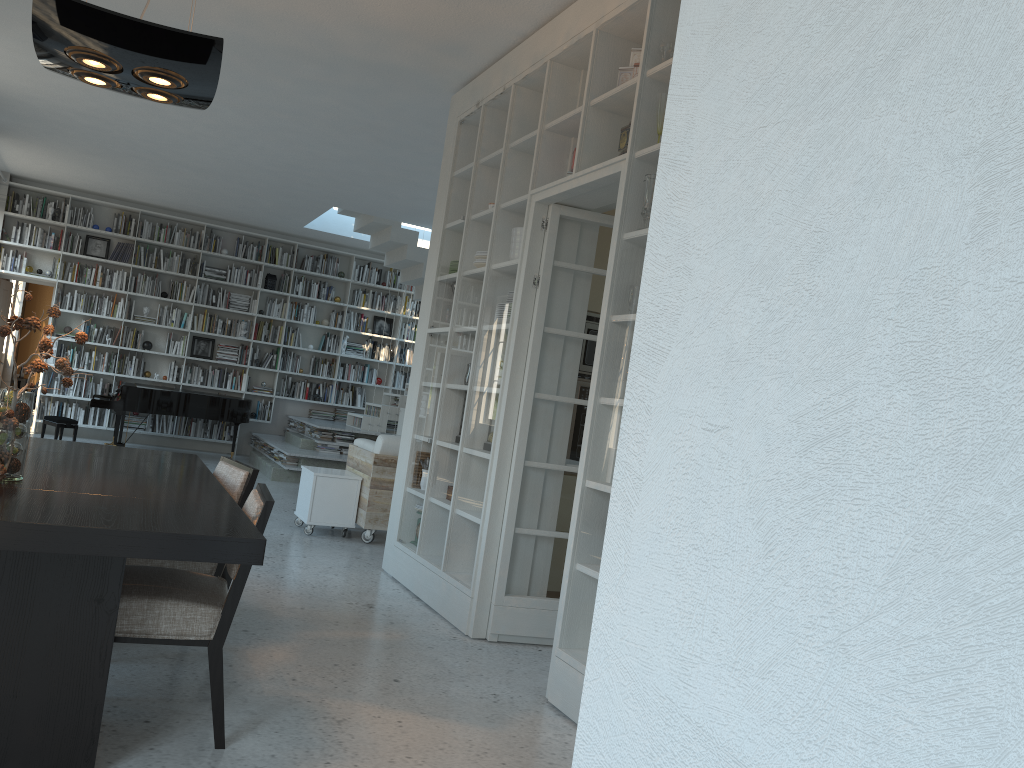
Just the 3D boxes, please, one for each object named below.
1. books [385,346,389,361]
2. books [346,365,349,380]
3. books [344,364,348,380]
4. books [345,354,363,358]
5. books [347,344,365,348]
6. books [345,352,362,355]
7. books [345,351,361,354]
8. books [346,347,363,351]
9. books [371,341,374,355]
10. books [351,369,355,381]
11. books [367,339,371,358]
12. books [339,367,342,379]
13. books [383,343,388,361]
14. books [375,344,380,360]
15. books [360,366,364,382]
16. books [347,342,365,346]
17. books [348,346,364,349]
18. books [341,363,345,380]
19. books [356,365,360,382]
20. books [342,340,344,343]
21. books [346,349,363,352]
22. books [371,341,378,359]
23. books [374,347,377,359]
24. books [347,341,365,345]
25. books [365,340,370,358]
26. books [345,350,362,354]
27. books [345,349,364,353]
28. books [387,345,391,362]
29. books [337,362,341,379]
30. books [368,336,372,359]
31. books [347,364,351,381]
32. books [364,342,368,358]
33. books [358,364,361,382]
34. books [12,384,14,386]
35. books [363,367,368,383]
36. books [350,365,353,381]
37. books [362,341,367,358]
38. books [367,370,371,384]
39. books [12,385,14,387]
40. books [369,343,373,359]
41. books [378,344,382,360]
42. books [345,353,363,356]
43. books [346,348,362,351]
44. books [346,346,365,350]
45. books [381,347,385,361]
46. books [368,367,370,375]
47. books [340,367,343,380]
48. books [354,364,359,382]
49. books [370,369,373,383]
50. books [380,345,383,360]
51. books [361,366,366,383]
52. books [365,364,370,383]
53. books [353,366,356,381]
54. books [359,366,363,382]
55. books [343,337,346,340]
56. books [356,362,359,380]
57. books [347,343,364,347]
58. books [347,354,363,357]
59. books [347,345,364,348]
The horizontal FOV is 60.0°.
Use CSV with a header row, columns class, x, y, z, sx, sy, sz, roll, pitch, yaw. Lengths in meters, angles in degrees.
class,x,y,z,sx,sy,sz,roll,pitch,yaw
books,-1.917,-0.458,13.458,0.041,0.239,0.176,9,-1,-24
books,-2.474,-0.167,13.224,0.011,0.223,0.162,9,-1,-24
books,-2.493,-0.182,13.229,0.024,0.247,0.143,9,-1,-24
books,-2.385,-0.418,13.260,0.285,0.012,0.159,9,-2,-29
books,-2.362,-0.573,13.271,0.285,0.012,0.159,9,-2,-22
books,-2.379,-0.453,13.261,0.285,0.012,0.159,9,-2,-19
books,-2.379,-0.465,13.264,0.254,0.012,0.161,9,-2,-20
books,-2.366,-0.525,13.265,0.254,0.012,0.161,9,-2,-19
books,-2.132,-0.513,13.380,0.014,0.280,0.131,9,-1,-24
books,-2.397,-0.134,13.258,0.028,0.181,0.186,9,-2,-24
books,-2.168,-0.529,13.337,0.011,0.300,0.184,9,-1,-24
books,-2.571,-0.164,13.188,0.023,0.186,0.159,9,-1,-24
books,-1.941,-0.478,13.444,0.021,0.271,0.191,9,-1,-24
books,-2.049,-0.480,13.411,0.031,0.242,0.147,9,-1,-24
books,-2.269,-0.148,13.309,0.014,0.249,0.177,9,-1,-24
books,-2.358,-0.597,13.272,0.285,0.012,0.159,9,-2,-26
books,-2.365,-0.549,13.271,0.285,0.012,0.159,9,-2,-22
books,-2.521,-0.185,13.204,0.047,0.244,0.177,9,-1,-24
books,-2.322,-0.163,13.281,0.012,0.262,0.186,9,-1,-24
books,-2.535,-0.548,13.169,0.027,0.221,0.184,9,-1,-24
books,-2.372,-0.501,13.263,0.254,0.012,0.160,9,-2,-29
books,-2.094,-0.508,13.383,0.059,0.282,0.167,9,-1,-24
books,-2.074,-0.502,13.422,0.010,0.278,0.129,9,-1,-24
books,-2.356,-0.609,13.272,0.285,0.012,0.159,9,-2,-22
books,-2.190,-0.524,13.356,0.012,0.285,0.159,9,-1,-24
books,-2.379,-0.478,13.268,0.254,0.012,0.161,9,-2,-22
books,-2.376,-0.489,13.269,0.285,0.012,0.159,9,-2,-26
books,-1.892,-0.461,13.485,0.024,0.254,0.145,9,-1,-24
books,-2.587,-0.200,13.192,0.012,0.254,0.161,9,-1,-24
books,-2.155,-0.547,13.340,0.010,0.339,0.180,9,-1,-24
books,-2.447,-0.174,13.230,0.045,0.246,0.185,9,-1,-24
books,-2.219,-0.509,13.352,0.023,0.247,0.137,9,-1,-24
books,-2.310,-0.165,13.308,0.011,0.272,0.152,9,-1,-24
books,-8.569,0.005,15.126,0.133,0.022,0.189,7,-2,27
books,-2.219,-0.137,13.333,0.023,0.244,0.189,9,-1,-24
books,-2.422,-0.166,13.259,0.026,0.239,0.177,9,-1,-24
books,-2.227,-0.515,13.328,0.012,0.254,0.161,9,-1,-24
books,-2.169,-0.107,13.365,0.030,0.200,0.189,9,-1,-24
books,-8.570,0.032,15.128,0.128,0.030,0.182,8,-2,-2
books,-2.148,-0.494,13.355,0.030,0.236,0.179,9,-1,-24
books,-2.028,-0.480,13.440,0.031,0.250,0.133,9,-1,-24
books,-2.382,-0.442,13.263,0.254,0.012,0.160,9,-2,-28
books,-2.374,-0.514,13.273,0.254,0.012,0.161,9,-2,-24
books,-2.366,-0.537,13.268,0.285,0.012,0.159,9,-2,-27
books,-1.976,-0.454,13.456,0.025,0.213,0.155,9,-1,-24
books,-2.188,-0.136,13.368,0.010,0.252,0.153,9,-1,-24
books,-2.551,-0.159,13.195,0.022,0.184,0.162,9,-1,-24
books,-2.350,-0.164,13.263,0.028,0.255,0.191,9,-1,-24
books,-2.144,-0.111,13.393,0.037,0.218,0.139,9,-1,-24
books,-2.002,-0.469,13.451,0.028,0.235,0.129,9,-1,-24
books,-2.245,-0.145,13.348,0.012,0.254,0.161,9,-1,-24
books,-2.195,-0.157,13.346,0.026,0.290,0.181,9,-1,-24
books,-2.380,-0.155,13.275,0.012,0.229,0.179,9,-1,-24
books,-2.296,-0.150,13.319,0.026,0.246,0.165,9,-1,-24
books,-2.519,-0.568,13.208,0.028,0.267,0.137,9,-1,-24
books,-2.338,-0.183,13.292,0.013,0.299,0.147,9,-1,-24
books,-2.360,-0.585,13.271,0.254,0.012,0.161,9,-2,-22
books,-2.384,-0.430,13.263,0.285,0.012,0.159,9,-2,-20
books,-2.360,-0.561,13.265,0.285,0.012,0.159,9,-2,-29
